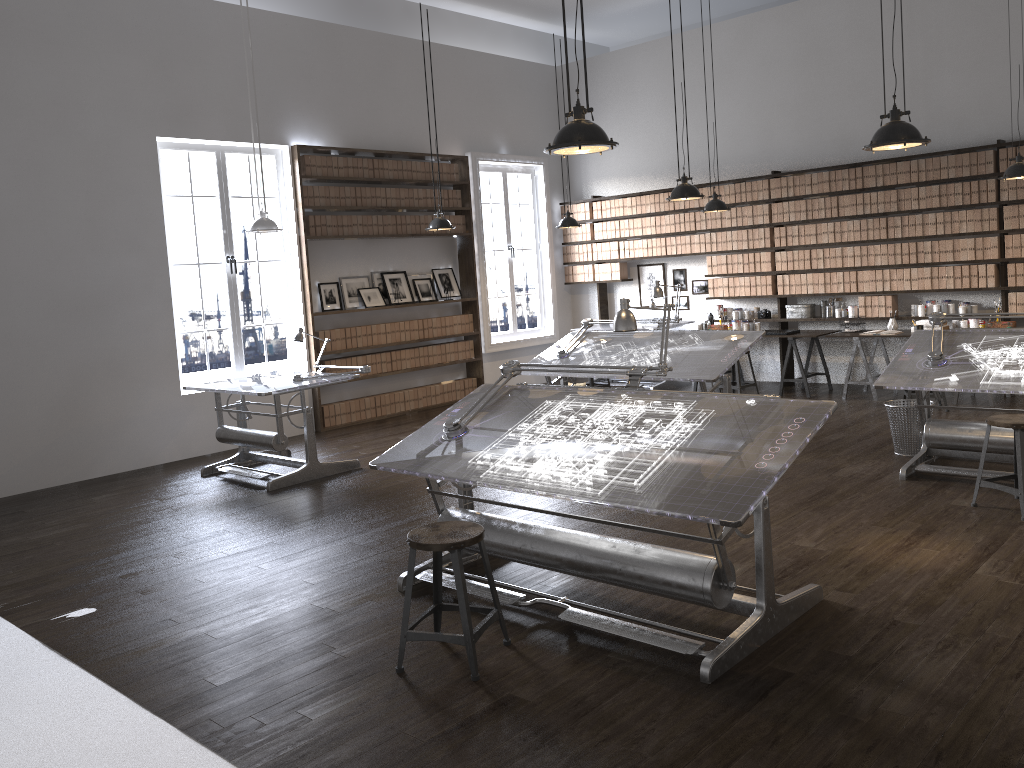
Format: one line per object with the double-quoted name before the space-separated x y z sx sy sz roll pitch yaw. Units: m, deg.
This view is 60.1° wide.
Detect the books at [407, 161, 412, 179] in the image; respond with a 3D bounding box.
"books" -1.256 -2.490 10.378 0.174 0.225 0.067 1 7 43

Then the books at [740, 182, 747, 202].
"books" 2.744 -2.238 10.353 0.067 0.224 0.175 0 7 43

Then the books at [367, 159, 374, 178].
"books" -1.644 -2.412 9.972 0.174 0.225 0.067 1 7 43

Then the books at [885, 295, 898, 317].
"books" 4.015 -0.826 9.359 0.067 0.225 0.175 0 7 43

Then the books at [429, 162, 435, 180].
"books" -1.017 -2.539 10.637 0.174 0.225 0.067 1 7 43

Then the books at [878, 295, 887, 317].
"books" 3.960 -0.828 9.404 0.067 0.225 0.175 0 7 43

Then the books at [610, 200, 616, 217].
"books" 1.375 -2.304 11.632 0.067 0.225 0.175 0 7 43

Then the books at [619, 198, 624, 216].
"books" 1.472 -2.299 11.533 0.067 0.225 0.175 0 7 43

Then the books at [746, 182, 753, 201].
"books" 2.799 -2.235 10.303 0.067 0.225 0.175 0 7 43

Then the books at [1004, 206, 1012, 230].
"books" 4.791 -1.599 8.519 0.067 0.224 0.175 0 7 43

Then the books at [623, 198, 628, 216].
"books" 1.524 -2.297 11.491 0.067 0.224 0.175 0 7 43

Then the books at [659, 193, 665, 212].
"books" 1.928 -2.277 11.113 0.067 0.224 0.175 0 7 43

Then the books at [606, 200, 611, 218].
"books" 1.320 -2.306 11.677 0.067 0.225 0.175 0 7 43

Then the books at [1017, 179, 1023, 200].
"books" 4.859 -1.861 8.413 0.067 0.225 0.175 0 7 43

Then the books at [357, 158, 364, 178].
"books" -1.740 -2.392 9.868 0.174 0.225 0.067 1 7 43

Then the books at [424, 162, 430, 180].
"books" -1.067 -2.530 10.589 0.174 0.225 0.067 1 7 43

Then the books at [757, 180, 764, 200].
"books" 2.900 -2.230 10.206 0.067 0.225 0.175 0 7 43

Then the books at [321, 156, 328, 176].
"books" -2.067 -2.326 9.519 0.174 0.225 0.067 1 7 43

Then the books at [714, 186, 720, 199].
"books" 2.490 -2.250 10.591 0.067 0.225 0.175 0 7 43

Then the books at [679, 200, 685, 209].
"books" 2.136 -2.267 10.917 0.067 0.225 0.175 0 7 43

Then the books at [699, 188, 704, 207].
"books" 2.340 -2.258 10.731 0.067 0.224 0.175 0 7 43

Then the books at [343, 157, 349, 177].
"books" -1.879 -2.364 9.718 0.174 0.224 0.067 1 7 43

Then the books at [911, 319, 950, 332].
"books" 4.146 -0.589 8.821 0.294 0.147 0.387 2 9 43

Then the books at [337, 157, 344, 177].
"books" -1.920 -2.355 9.671 0.174 0.224 0.067 1 7 43

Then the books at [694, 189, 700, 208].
"books" 2.288 -2.259 10.773 0.067 0.225 0.175 0 7 43

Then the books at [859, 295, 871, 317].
"books" 3.806 -0.835 9.546 0.067 0.225 0.175 0 7 43

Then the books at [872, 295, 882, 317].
"books" 3.911 -0.831 9.456 0.067 0.225 0.175 0 7 43

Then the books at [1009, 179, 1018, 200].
"books" 4.806 -1.863 8.462 0.067 0.225 0.175 0 7 43

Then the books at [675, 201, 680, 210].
"books" 2.087 -2.270 10.969 0.067 0.225 0.175 0 7 43

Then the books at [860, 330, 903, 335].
"books" 3.740 -0.523 8.966 0.355 0.029 0.257 3 10 43

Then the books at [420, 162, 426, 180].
"books" -1.116 -2.520 10.539 0.174 0.225 0.067 1 7 43

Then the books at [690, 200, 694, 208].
"books" 2.242 -2.262 10.823 0.067 0.225 0.175 0 7 43

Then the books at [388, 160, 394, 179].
"books" -1.447 -2.452 10.178 0.174 0.225 0.067 1 7 43

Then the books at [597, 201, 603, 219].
"books" 1.213 -2.311 11.776 0.067 0.225 0.175 0 7 43

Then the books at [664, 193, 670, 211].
"books" 1.978 -2.275 11.070 0.067 0.224 0.175 0 7 43

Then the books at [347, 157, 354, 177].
"books" -1.830 -2.373 9.763 0.174 0.225 0.067 1 7 43

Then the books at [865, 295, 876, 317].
"books" 3.859 -0.834 9.504 0.067 0.225 0.175 0 7 43

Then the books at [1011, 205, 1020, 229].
"books" 4.834 -1.596 8.473 0.067 0.225 0.175 0 7 43

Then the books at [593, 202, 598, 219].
"books" 1.163 -2.315 11.831 0.067 0.224 0.175 0 7 43

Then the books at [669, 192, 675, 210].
"books" 2.028 -2.272 11.016 0.067 0.225 0.175 0 7 43

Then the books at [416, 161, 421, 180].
"books" -1.161 -2.510 10.486 0.174 0.225 0.067 1 7 43

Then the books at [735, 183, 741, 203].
"books" 2.695 -2.239 10.393 0.067 0.225 0.175 0 7 43

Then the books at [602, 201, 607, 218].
"books" 1.272 -2.309 11.729 0.067 0.225 0.175 0 7 43

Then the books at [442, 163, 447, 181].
"books" -0.879 -2.567 10.783 0.174 0.225 0.067 1 7 43

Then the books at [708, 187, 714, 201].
"books" 2.436 -2.252 10.636 0.067 0.225 0.175 0 7 43

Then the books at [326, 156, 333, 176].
"books" -2.018 -2.335 9.568 0.174 0.225 0.067 1 7 43

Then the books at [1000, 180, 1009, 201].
"books" 4.756 -1.867 8.514 0.067 0.225 0.175 0 7 43

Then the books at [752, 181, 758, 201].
"books" 2.852 -2.233 10.257 0.067 0.225 0.175 0 7 43

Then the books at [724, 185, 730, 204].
"books" 2.591 -2.245 10.494 0.067 0.225 0.175 0 7 43

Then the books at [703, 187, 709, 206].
"books" 2.385 -2.255 10.687 0.067 0.224 0.175 0 7 43

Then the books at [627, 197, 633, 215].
"books" 1.569 -2.294 11.447 0.067 0.224 0.175 0 7 43

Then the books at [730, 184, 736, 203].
"books" 2.642 -2.242 10.442 0.067 0.225 0.175 0 7 43

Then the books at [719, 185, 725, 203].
"books" 2.543 -2.248 10.544 0.067 0.225 0.175 0 7 43

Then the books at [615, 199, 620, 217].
"books" 1.427 -2.302 11.583 0.067 0.225 0.175 0 7 43

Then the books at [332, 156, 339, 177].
"books" -1.968 -2.345 9.617 0.174 0.225 0.067 1 7 43

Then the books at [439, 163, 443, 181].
"books" -0.927 -2.558 10.738 0.174 0.224 0.067 1 7 43

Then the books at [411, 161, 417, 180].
"books" -1.207 -2.500 10.431 0.174 0.225 0.067 1 7 43

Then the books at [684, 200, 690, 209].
"books" 2.191 -2.265 10.871 0.067 0.225 0.175 0 7 43

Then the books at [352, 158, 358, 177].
"books" -1.788 -2.382 9.816 0.174 0.225 0.067 1 7 43
